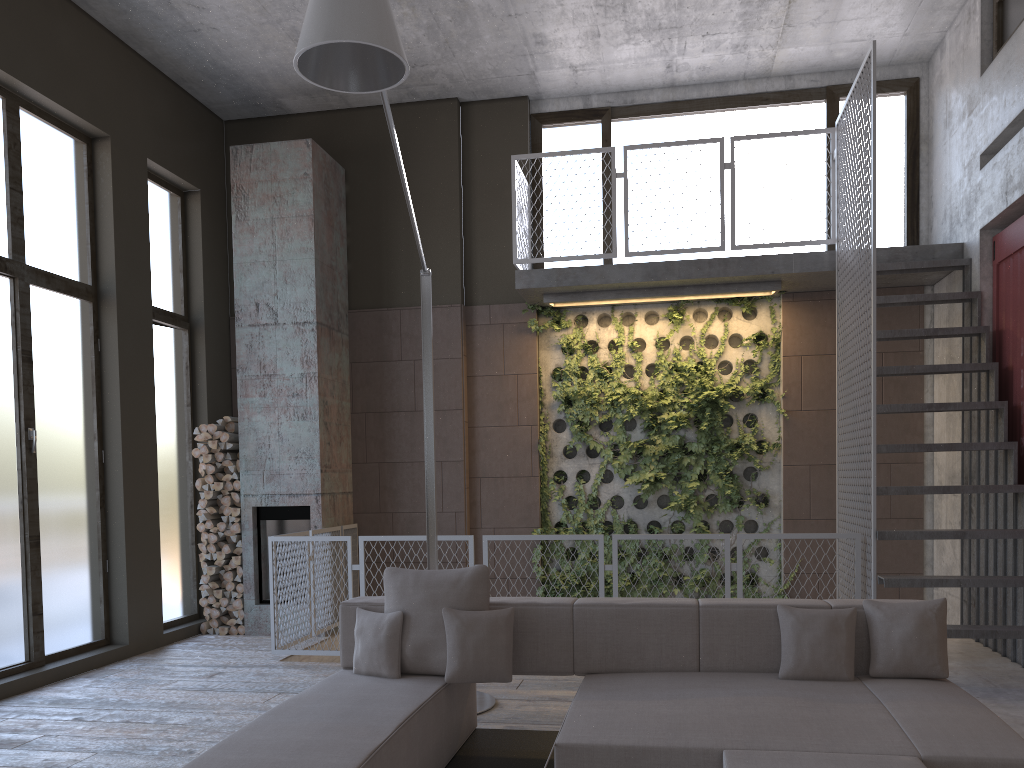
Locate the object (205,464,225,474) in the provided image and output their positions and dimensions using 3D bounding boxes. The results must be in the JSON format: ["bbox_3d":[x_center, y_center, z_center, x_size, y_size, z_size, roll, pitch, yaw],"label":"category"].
[{"bbox_3d":[-2.815,0.813,8.406,0.098,0.107,0.295,-1,-5,11],"label":"object"}]

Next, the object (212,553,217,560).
[{"bbox_3d":[-2.773,1.658,8.506,0.067,0.067,0.424,-1,-6,10],"label":"object"}]

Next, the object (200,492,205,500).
[{"bbox_3d":[-2.872,1.076,8.455,0.067,0.067,0.424,-1,-6,10],"label":"object"}]

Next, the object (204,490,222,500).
[{"bbox_3d":[-2.798,1.063,8.439,0.093,0.083,0.481,-1,-6,10],"label":"object"}]

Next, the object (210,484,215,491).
[{"bbox_3d":[-2.785,0.999,8.478,0.067,0.067,0.424,-1,-6,10],"label":"object"}]

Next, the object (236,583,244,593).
[{"bbox_3d":[-2.523,1.950,8.486,0.091,0.092,0.439,-1,-6,10],"label":"object"}]

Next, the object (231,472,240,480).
[{"bbox_3d":[-2.571,0.883,8.437,0.071,0.072,0.424,-1,-6,10],"label":"object"}]

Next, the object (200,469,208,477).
[{"bbox_3d":[-2.896,0.850,8.383,0.045,0.072,0.252,-1,-5,10],"label":"object"}]

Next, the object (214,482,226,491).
[{"bbox_3d":[-2.711,0.985,8.462,0.093,0.083,0.481,-1,-6,10],"label":"object"}]

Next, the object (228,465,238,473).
[{"bbox_3d":[-2.603,0.828,8.433,0.067,0.085,0.426,-1,-6,8],"label":"object"}]

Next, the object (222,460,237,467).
[{"bbox_3d":[-2.641,0.762,8.425,0.122,0.067,0.365,-2,-6,11],"label":"object"}]

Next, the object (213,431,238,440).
[{"bbox_3d":[-2.723,0.500,8.377,0.104,0.084,0.364,-1,-6,10],"label":"object"}]

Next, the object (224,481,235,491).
[{"bbox_3d":[-2.625,0.984,8.465,0.091,0.089,0.457,-1,-6,10],"label":"object"}]

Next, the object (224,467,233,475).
[{"bbox_3d":[-2.678,0.848,8.519,0.104,0.102,0.293,-1,-5,10],"label":"object"}]

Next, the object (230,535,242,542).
[{"bbox_3d":[-2.591,1.487,8.461,0.067,0.085,0.426,-1,-6,8],"label":"object"}]

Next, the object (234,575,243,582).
[{"bbox_3d":[-2.553,1.855,8.478,0.071,0.072,0.424,-1,-6,10],"label":"object"}]

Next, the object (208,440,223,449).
[{"bbox_3d":[-2.752,0.592,8.422,0.094,0.083,0.481,-1,-6,10],"label":"object"}]

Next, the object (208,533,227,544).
[{"bbox_3d":[-2.803,1.472,8.434,0.098,0.107,0.295,-1,-5,11],"label":"object"}]

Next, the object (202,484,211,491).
[{"bbox_3d":[-2.865,1.000,8.493,0.067,0.067,0.424,-1,-6,10],"label":"object"}]

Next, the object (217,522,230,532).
[{"bbox_3d":[-2.695,1.367,8.460,0.091,0.089,0.457,-1,-6,9],"label":"object"}]

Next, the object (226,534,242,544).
[{"bbox_3d":[-2.667,1.507,8.547,0.104,0.102,0.293,-1,-5,10],"label":"object"}]

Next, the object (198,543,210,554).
[{"bbox_3d":[-2.907,1.584,8.491,0.088,0.108,0.366,-1,-5,10],"label":"object"}]

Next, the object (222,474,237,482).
[{"bbox_3d":[-2.643,0.912,8.470,0.115,0.079,0.437,-2,-6,10],"label":"object"}]

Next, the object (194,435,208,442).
[{"bbox_3d":[-2.911,0.531,8.463,0.122,0.068,0.365,-2,-6,11],"label":"object"}]

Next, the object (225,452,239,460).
[{"bbox_3d":[-2.633,0.698,8.448,0.067,0.071,0.424,-1,-6,9],"label":"object"}]

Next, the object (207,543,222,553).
[{"bbox_3d":[-2.810,1.580,8.516,0.092,0.093,0.439,-1,-6,10],"label":"object"}]

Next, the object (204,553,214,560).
[{"bbox_3d":[-2.853,1.659,8.521,0.067,0.067,0.424,-1,-6,10],"label":"object"}]

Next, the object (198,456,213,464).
[{"bbox_3d":[-2.881,0.732,8.441,0.067,0.067,0.424,-1,-6,10],"label":"object"}]

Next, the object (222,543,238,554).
[{"bbox_3d":[-2.640,1.575,8.457,0.091,0.089,0.457,-1,-6,11],"label":"object"}]

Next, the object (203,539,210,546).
[{"bbox_3d":[-2.885,1.510,8.411,0.045,0.072,0.252,-1,-5,10],"label":"object"}]

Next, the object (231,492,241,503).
[{"bbox_3d":[-2.567,1.089,8.405,0.088,0.108,0.366,-1,-5,10],"label":"object"}]

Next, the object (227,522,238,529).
[{"bbox_3d":[-2.621,1.357,8.476,0.067,0.071,0.424,-1,-6,9],"label":"object"}]

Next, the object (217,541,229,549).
[{"bbox_3d":[-2.729,1.564,8.526,0.101,0.086,0.364,-1,-6,10],"label":"object"}]

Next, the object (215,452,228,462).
[{"bbox_3d":[-2.707,0.708,8.432,0.091,0.089,0.457,-1,-6,9],"label":"object"}]

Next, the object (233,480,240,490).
[{"bbox_3d":[-2.541,0.972,8.445,0.091,0.092,0.439,-1,-6,10],"label":"object"}]

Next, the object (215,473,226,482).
[{"bbox_3d":[-2.741,0.905,8.499,0.101,0.086,0.364,-1,-6,10],"label":"object"}]

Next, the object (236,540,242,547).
[{"bbox_3d":[-2.536,1.517,8.452,0.067,0.085,0.426,-1,-6,8],"label":"object"}]

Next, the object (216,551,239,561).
[{"bbox_3d":[-2.699,1.645,8.490,0.093,0.083,0.481,-1,-6,10],"label":"object"}]

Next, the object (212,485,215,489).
[{"bbox_3d":[-2.730,0.990,8.447,0.115,0.079,0.437,-2,-6,10],"label":"object"}]

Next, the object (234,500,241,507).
[{"bbox_3d":[-2.575,1.144,8.479,0.101,0.086,0.364,-1,-6,10],"label":"object"}]

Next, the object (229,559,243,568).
[{"bbox_3d":[-2.591,1.717,8.492,0.091,0.089,0.457,-1,-6,10],"label":"object"}]

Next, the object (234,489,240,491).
[{"bbox_3d":[-2.548,0.975,8.409,0.101,0.102,0.293,-1,-5,12],"label":"object"}]

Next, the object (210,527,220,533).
[{"bbox_3d":[-2.793,1.399,8.460,0.089,0.056,0.333,-2,-6,10],"label":"object"}]

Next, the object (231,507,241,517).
[{"bbox_3d":[-2.545,1.225,8.442,0.093,0.083,0.481,-1,-6,10],"label":"object"}]

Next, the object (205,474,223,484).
[{"bbox_3d":[-2.822,0.921,8.488,0.092,0.093,0.439,-1,-6,10],"label":"object"}]

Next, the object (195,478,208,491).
[{"bbox_3d":[-2.935,0.970,8.468,0.064,0.125,0.365,-1,-5,9],"label":"object"}]

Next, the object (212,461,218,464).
[{"bbox_3d":[-2.805,0.740,8.432,0.089,0.056,0.333,-2,-6,10],"label":"object"}]

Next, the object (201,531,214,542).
[{"bbox_3d":[-2.888,1.470,8.495,0.101,0.102,0.293,-1,-5,12],"label":"object"}]

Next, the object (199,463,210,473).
[{"bbox_3d":[-2.900,0.811,8.467,0.101,0.102,0.293,-1,-5,12],"label":"object"}]

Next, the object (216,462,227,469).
[{"bbox_3d":[-2.740,0.779,8.448,0.064,0.074,0.360,-1,-6,9],"label":"object"}]
